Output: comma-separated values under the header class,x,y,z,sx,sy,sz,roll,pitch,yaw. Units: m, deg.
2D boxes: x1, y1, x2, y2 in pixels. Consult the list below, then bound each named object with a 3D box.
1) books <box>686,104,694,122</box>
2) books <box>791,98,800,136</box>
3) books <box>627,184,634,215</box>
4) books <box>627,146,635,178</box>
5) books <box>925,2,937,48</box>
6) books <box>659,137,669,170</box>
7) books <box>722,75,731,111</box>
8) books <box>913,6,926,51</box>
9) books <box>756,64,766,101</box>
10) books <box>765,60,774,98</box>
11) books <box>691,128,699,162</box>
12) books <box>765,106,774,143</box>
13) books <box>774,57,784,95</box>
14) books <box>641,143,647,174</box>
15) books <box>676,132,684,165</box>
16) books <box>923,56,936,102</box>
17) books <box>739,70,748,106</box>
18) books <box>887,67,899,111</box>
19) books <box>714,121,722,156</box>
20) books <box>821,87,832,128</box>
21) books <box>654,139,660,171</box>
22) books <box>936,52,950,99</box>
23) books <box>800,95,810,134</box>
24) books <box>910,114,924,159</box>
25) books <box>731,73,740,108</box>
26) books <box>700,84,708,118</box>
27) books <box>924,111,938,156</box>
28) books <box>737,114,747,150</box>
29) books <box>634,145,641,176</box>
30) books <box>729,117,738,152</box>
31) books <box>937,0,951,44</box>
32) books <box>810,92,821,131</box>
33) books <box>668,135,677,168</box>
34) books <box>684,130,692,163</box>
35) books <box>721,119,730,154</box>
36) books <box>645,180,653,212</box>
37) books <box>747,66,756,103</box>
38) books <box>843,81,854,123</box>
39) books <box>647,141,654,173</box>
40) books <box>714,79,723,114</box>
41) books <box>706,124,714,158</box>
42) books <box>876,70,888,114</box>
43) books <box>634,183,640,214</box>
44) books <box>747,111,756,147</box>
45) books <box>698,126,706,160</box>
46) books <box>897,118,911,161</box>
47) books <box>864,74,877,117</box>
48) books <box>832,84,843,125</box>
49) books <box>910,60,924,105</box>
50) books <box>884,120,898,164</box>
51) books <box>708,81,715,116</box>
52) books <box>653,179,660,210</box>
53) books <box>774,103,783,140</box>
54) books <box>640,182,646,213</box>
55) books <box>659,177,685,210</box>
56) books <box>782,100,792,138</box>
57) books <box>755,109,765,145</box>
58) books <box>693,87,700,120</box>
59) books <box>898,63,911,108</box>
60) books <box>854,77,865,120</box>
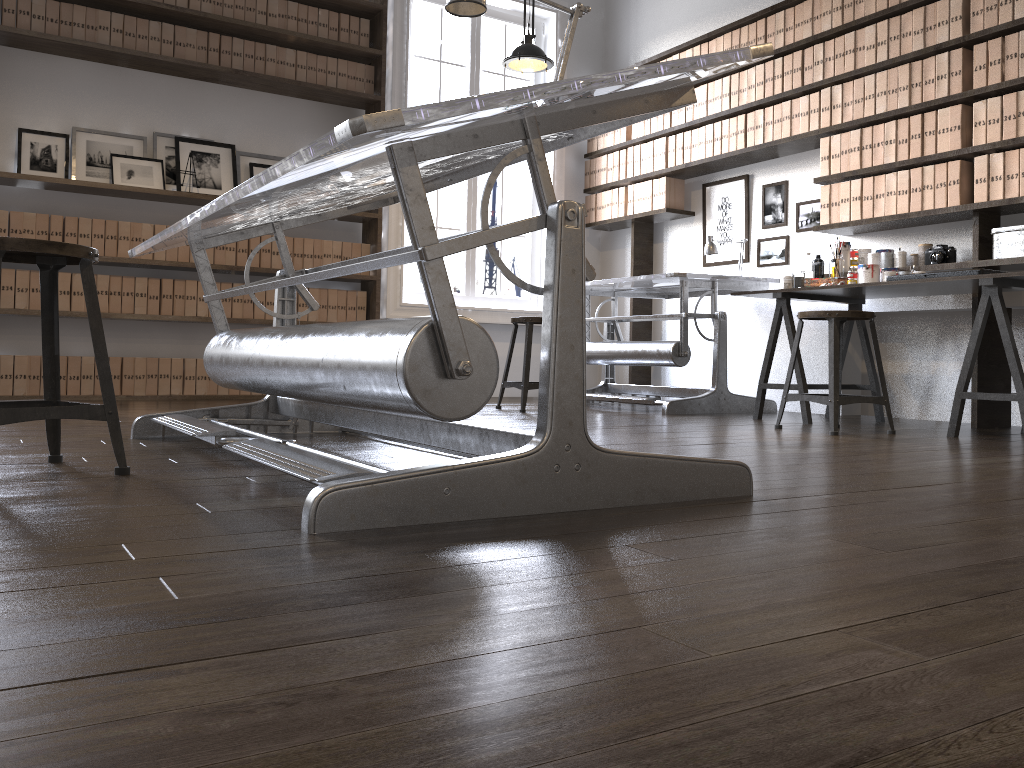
class,x,y,z,sx,sy,sz,roll,pitch,yaw
books,1.260,-1.854,5.965,0.174,0.226,0.066,1,-1,-32
books,1.724,-1.548,5.195,0.174,0.226,0.066,1,-1,-32
books,0.930,-1.329,6.457,0.174,0.226,0.067,1,-1,-32
books,0.931,-1.606,6.470,0.174,0.226,0.066,1,-1,-32
books,2.175,-1.794,4.482,0.174,0.226,0.066,1,-1,-32
books,1.115,-1.594,6.172,0.174,0.226,0.067,1,-1,-32
books,1.435,-1.842,5.673,0.174,0.226,0.067,1,-1,-32
books,2.136,-1.796,4.537,0.174,0.226,0.067,1,-1,-32
books,1.582,-1.832,5.432,0.174,0.226,0.066,1,-1,-32
books,1.620,-1.830,5.371,0.174,0.226,0.067,1,-1,-32
books,1.285,-1.576,5.911,0.174,0.226,0.066,1,-1,-32
books,1.617,-1.555,5.371,0.174,0.226,0.066,1,-1,-32
books,1.657,-1.828,5.319,0.174,0.226,0.066,1,-1,-32
books,1.012,-1.601,6.352,0.174,0.226,0.066,1,-1,-32
books,1.206,-1.581,6.027,0.174,0.226,0.067,1,-1,-32
books,2.165,-1.526,4.485,0.174,0.226,0.066,1,-1,-32
books,1.513,-1.837,5.557,0.174,0.226,0.066,1,-1,-32
books,2.056,-1.533,4.658,0.174,0.226,0.066,1,-1,-32
books,1.391,-1.569,5.724,0.174,0.226,0.067,1,-1,-32
books,1.832,-1.547,5.011,0.174,0.226,0.066,1,-1,-32
books,1.086,-1.596,6.228,0.174,0.226,0.066,1,-1,-32
books,2.199,-1.523,4.422,0.174,0.226,0.066,1,-1,-32
books,1.756,-1.545,5.141,0.174,0.226,0.066,1,-1,-32
books,2.119,-1.251,4.533,0.174,0.226,0.067,1,-1,-32
books,1.475,-1.839,5.615,0.174,0.226,0.066,1,-1,-32
books,1.328,-1.849,5.844,0.174,0.226,0.067,1,-1,-32
books,2.162,-1.248,4.473,0.174,0.226,0.066,1,-1,-32
books,1.499,-1.562,5.552,0.174,0.226,0.067,1,-1,-32
books,0.972,-1.604,6.410,0.174,0.226,0.066,1,-1,-32
books,1.465,-1.565,5.618,0.174,0.226,0.066,1,-1,-32
books,2.206,-1.791,4.428,0.174,0.226,0.066,1,-1,-32
books,1.792,-1.543,5.078,0.174,0.226,0.067,1,-1,-32
books,1.165,-1.584,6.098,0.174,0.226,0.066,1,-1,-32
books,1.247,-1.579,5.969,0.174,0.226,0.066,1,-1,-32
books,1.428,-1.567,5.673,0.174,0.226,0.066,1,-1,-32
books,1.036,-1.322,6.285,0.174,0.226,0.067,1,-1,-32
books,1.547,-1.835,5.496,0.174,0.226,0.066,1,-1,-32
books,1.913,-1.542,4.894,0.174,0.226,0.066,1,-1,-32
books,1.047,-1.599,6.292,0.174,0.226,0.066,1,-1,-32
books,1.398,-1.844,5.736,0.174,0.226,0.066,1,-1,-32
books,1.353,-1.572,5.786,0.174,0.226,0.066,1,-1,-32
books,2.022,-1.535,4.711,0.174,0.226,0.066,1,-1,-32
books,0.970,-1.326,6.397,0.174,0.226,0.066,1,-1,-32
books,1.543,-1.560,5.492,0.174,0.226,0.066,1,-1,-32
books,1.318,-1.574,5.849,0.174,0.226,0.066,1,-1,-32
books,2.084,-1.253,4.600,0.174,0.226,0.066,1,-1,-32
books,1.982,-1.538,4.772,0.174,0.226,0.067,1,-1,-32
books,1.873,-1.545,4.951,0.174,0.226,0.066,1,-1,-32
books,2.128,-1.528,4.545,0.174,0.226,0.066,1,-1,-32
books,2.043,-1.256,4.658,0.174,0.226,0.066,1,-1,-32
books,1.367,-1.847,5.790,0.174,0.226,0.066,1,-1,-32
books,1.078,-1.319,6.229,0.174,0.226,0.066,1,-1,-32
books,1.655,-1.552,5.310,0.174,0.226,0.066,1,-1,-32
books,1.005,-1.324,6.344,0.174,0.226,0.066,1,-1,-32
books,1.113,-1.317,6.169,0.174,0.226,0.066,1,-1,-32
books,1.685,-1.550,5.250,0.174,0.226,0.067,1,-1,-32
books,1.577,-1.557,5.429,0.174,0.226,0.066,1,-1,-32
books,1.297,-1.851,5.905,0.174,0.226,0.066,1,-1,-32
books,2.087,-1.531,4.599,0.174,0.226,0.067,1,-1,-32
books,1.948,-1.540,4.834,0.174,0.226,0.066,1,-1,-32
